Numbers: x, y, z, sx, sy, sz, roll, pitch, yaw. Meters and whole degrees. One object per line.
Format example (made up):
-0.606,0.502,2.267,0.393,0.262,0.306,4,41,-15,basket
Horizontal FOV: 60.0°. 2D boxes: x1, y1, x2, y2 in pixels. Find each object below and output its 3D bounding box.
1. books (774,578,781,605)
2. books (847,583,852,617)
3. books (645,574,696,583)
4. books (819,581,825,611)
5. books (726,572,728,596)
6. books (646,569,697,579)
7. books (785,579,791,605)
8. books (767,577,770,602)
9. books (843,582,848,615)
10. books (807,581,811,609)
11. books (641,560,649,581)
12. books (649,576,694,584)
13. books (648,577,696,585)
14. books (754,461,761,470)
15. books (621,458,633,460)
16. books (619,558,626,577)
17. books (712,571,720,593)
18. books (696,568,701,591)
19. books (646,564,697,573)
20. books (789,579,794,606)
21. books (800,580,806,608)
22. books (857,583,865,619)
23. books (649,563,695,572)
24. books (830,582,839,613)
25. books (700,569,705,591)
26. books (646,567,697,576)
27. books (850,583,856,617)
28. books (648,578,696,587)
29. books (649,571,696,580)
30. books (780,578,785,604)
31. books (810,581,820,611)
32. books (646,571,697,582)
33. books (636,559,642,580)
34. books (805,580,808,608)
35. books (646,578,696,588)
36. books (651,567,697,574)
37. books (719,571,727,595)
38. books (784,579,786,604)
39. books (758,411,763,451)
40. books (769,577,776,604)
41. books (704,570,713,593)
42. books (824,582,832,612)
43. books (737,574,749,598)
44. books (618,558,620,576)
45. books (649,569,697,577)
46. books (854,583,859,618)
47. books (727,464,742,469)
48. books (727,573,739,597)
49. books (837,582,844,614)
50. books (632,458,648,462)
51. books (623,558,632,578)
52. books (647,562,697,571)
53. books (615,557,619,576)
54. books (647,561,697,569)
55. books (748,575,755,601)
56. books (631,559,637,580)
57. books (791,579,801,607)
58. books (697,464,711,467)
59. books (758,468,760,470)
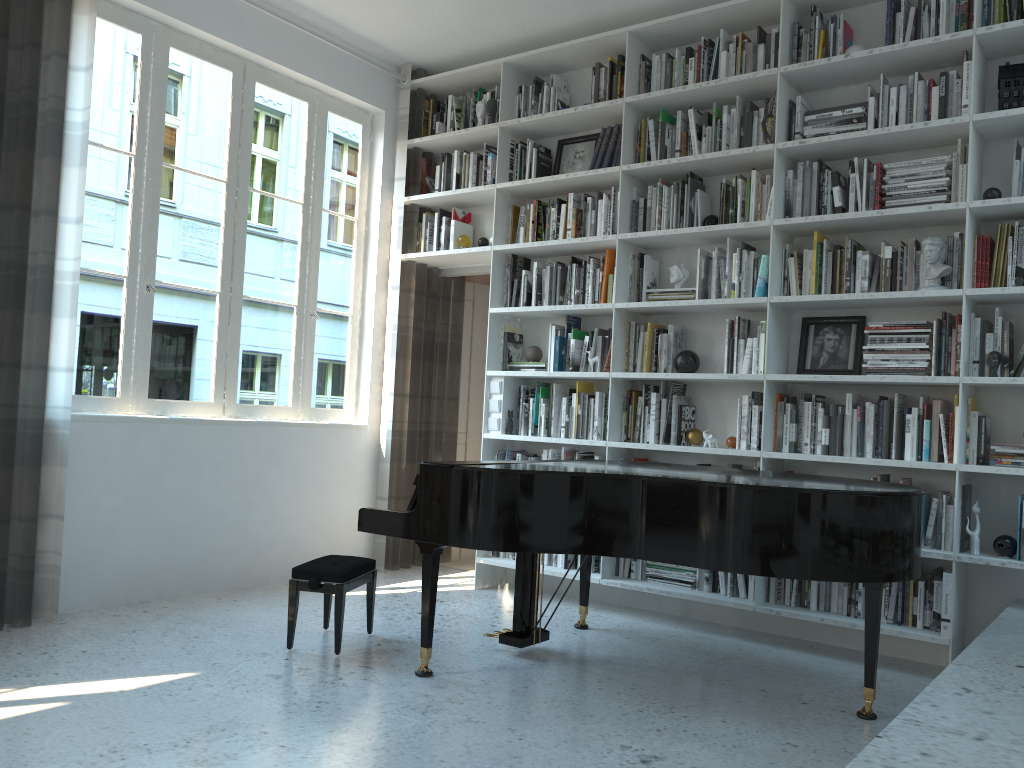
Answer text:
1.316,0.904,4.293,0.014,0.300,0.184,2,-2,36,books
1.585,0.918,4.098,0.013,0.285,0.185,2,-2,36,books
0.861,1.007,4.635,0.285,0.007,0.159,2,-3,32,books
1.492,0.962,4.194,0.030,0.196,0.143,2,-2,36,books
1.116,0.934,4.443,0.011,0.232,0.174,2,-2,36,books
0.866,0.986,4.638,0.285,0.007,0.159,1,-3,38,books
1.361,0.925,4.283,0.025,0.263,0.145,2,-2,36,books
1.287,0.928,4.338,0.012,0.254,0.161,2,-2,36,books
1.575,0.960,4.119,0.024,0.203,0.144,2,-2,36,books
1.442,0.920,4.226,0.012,0.276,0.154,2,-2,36,books
0.739,0.901,4.741,0.027,0.282,0.129,2,-2,36,books
0.864,1.014,4.640,0.254,0.007,0.161,1,-3,37,books
0.865,1.021,4.642,0.254,0.007,0.161,1,-3,36,books
1.231,0.543,4.387,0.013,0.320,0.173,2,-2,36,books
0.631,0.548,4.846,0.012,0.285,0.159,2,-2,36,books
0.634,0.941,4.816,0.025,0.198,0.160,2,-2,36,books
1.060,0.931,4.502,0.028,0.238,0.136,2,-2,36,books
0.986,0.920,4.538,0.012,0.254,0.161,2,-2,36,books
0.863,0.959,4.633,0.285,0.007,0.159,2,-3,31,books
1.372,0.888,4.264,0.012,0.337,0.144,2,-2,36,books
1.417,0.934,4.242,0.022,0.247,0.144,2,-2,36,books
1.623,0.918,4.067,0.014,0.288,0.185,2,-2,36,books
0.869,0.952,4.641,0.254,0.007,0.161,1,-3,37,books
1.533,0.943,4.154,0.030,0.234,0.138,2,-2,36,books
1.013,0.916,4.538,0.031,0.265,0.144,2,-2,36,books
0.864,0.972,4.635,0.285,0.007,0.159,2,-3,32,books
1.600,0.955,4.091,0.022,0.213,0.167,2,-2,36,books
0.860,1.027,4.635,0.254,0.007,0.161,1,-3,40,books
0.863,0.993,4.634,0.254,0.007,0.161,2,-3,32,books
1.338,0.886,4.299,0.014,0.340,0.140,2,-2,36,books
1.451,0.954,4.187,0.028,0.206,0.175,2,-2,36,books
0.861,1.000,4.632,0.285,0.007,0.159,1,-3,41,books
0.716,0.928,4.755,0.027,0.227,0.139,2,-2,36,books
1.429,0.939,4.229,0.012,0.239,0.128,2,-2,36,books
0.865,1.035,4.642,0.285,0.007,0.159,1,-3,36,books
0.868,0.966,4.641,0.254,0.007,0.161,1,-3,37,books
1.088,0.923,4.467,0.062,0.253,0.178,2,-2,36,books
1.353,0.927,4.301,0.010,0.259,0.131,2,-2,36,books
1.269,0.235,4.406,0.031,0.194,0.142,2,-2,36,books
1.299,0.926,4.304,0.026,0.256,0.183,2,-2,36,books
1.029,0.947,4.509,0.029,0.202,0.178,2,-2,36,books
1.510,0.913,4.169,0.026,0.294,0.155,2,-2,36,books
1.165,0.914,4.415,0.073,0.275,0.181,2,-2,36,books
0.623,0.924,4.831,0.012,0.230,0.138,2,-2,36,books
0.864,0.979,4.635,0.254,0.007,0.161,2,-3,32,books
1.612,0.893,4.074,0.014,0.335,0.183,2,-2,36,books
1.123,0.555,4.493,0.025,0.294,0.134,2,-2,36,books
1.122,0.913,4.431,0.012,0.274,0.180,2,-2,36,books
1.557,0.931,4.137,0.028,0.261,0.132,2,-2,36,books
0.686,0.547,4.801,0.013,0.288,0.161,2,-2,36,books
0.661,0.948,4.787,0.053,0.184,0.148,2,-2,36,books
0.869,0.945,4.641,0.285,0.007,0.159,1,-3,37,books
0.613,0.897,4.836,0.012,0.285,0.159,2,-2,36,books
0.871,0.939,4.644,0.285,0.007,0.159,1,-3,36,books
1.213,0.922,4.357,0.024,0.260,0.189,2,-2,36,books
0.691,0.925,4.763,0.023,0.231,0.164,2,-2,36,books
1.390,0.901,4.251,0.034,0.311,0.170,2,-2,36,books
0.986,0.556,4.581,0.012,0.285,0.159,2,-2,36,books
1.249,0.559,4.384,0.021,0.289,0.160,2,-2,36,books
